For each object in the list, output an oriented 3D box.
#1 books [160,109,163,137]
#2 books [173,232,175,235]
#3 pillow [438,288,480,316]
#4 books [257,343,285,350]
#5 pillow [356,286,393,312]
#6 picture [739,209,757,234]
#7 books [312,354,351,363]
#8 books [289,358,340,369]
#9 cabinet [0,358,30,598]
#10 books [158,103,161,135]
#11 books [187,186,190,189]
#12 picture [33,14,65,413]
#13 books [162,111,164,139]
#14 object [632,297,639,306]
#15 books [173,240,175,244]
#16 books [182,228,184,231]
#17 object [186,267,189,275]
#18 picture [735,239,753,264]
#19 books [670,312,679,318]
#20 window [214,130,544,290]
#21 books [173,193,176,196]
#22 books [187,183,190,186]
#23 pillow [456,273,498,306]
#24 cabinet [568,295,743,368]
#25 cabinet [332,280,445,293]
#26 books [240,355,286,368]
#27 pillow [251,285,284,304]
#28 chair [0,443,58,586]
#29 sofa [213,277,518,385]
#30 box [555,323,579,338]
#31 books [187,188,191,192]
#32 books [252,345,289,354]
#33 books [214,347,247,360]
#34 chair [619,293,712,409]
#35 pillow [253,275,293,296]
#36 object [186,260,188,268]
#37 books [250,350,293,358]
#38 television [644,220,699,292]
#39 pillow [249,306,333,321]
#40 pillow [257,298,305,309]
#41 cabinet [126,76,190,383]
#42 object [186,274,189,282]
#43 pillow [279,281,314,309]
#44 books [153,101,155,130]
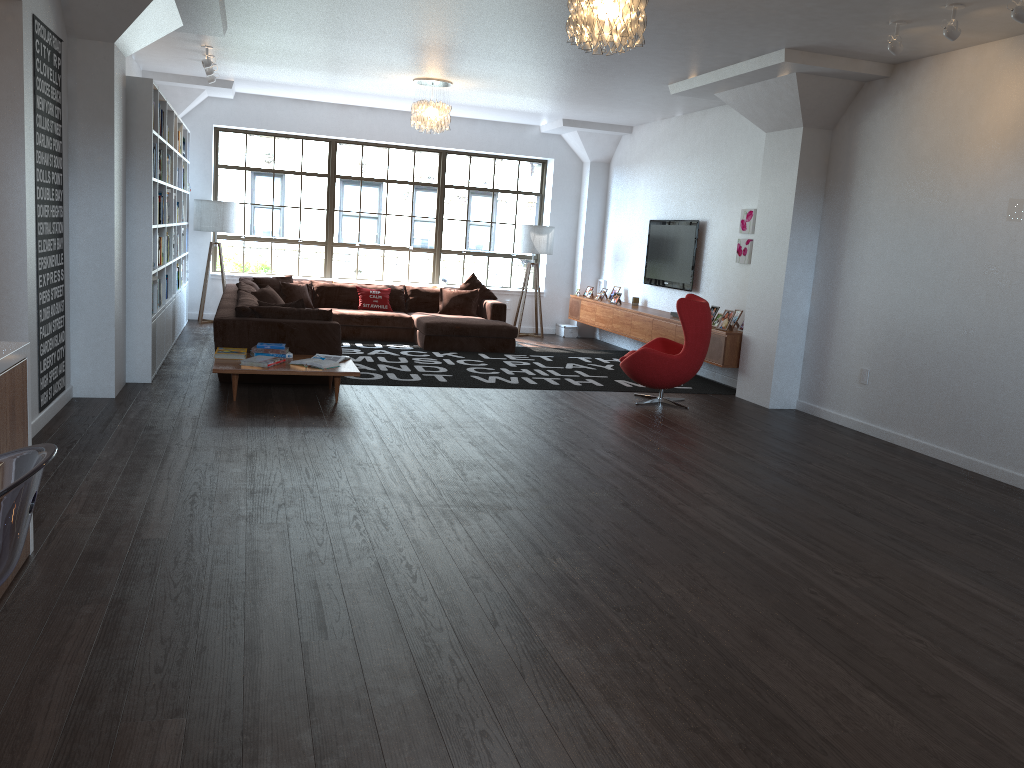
[{"bbox_3d":[-3.175,-2.298,7.808,0.182,0.253,0.098,1,10,-17],"label":"books"},{"bbox_3d":[-3.652,-1.583,9.293,0.208,0.024,0.144,2,10,-12],"label":"books"},{"bbox_3d":[-0.701,-1.082,11.624,0.542,0.362,0.248,5,9,4],"label":"pillow"},{"bbox_3d":[-2.013,-0.317,7.418,0.224,0.027,0.157,2,10,-12],"label":"books"},{"bbox_3d":[-1.774,-1.093,11.433,0.465,0.308,0.220,1,10,-20],"label":"pillow"},{"bbox_3d":[2.445,-1.688,9.205,0.030,0.250,0.250,1,10,-17],"label":"picture"},{"bbox_3d":[-1.533,-0.227,7.502,0.256,0.035,0.350,6,10,8],"label":"books"},{"bbox_3d":[-1.585,-0.171,7.133,0.342,0.040,0.231,8,10,23],"label":"books"},{"bbox_3d":[-1.719,0.680,1.262,0.898,0.796,4.493,1,10,-17],"label":"cabinet"},{"bbox_3d":[-3.161,-2.299,7.702,0.197,0.290,0.136,1,10,-17],"label":"books"},{"bbox_3d":[-4.173,-2.457,11.019,0.284,0.033,0.197,4,9,-2],"label":"books"},{"bbox_3d":[-2.981,-1.058,5.740,0.021,2.380,0.800,1,10,-16],"label":"picture"},{"bbox_3d":[-3.233,-2.334,7.985,0.182,0.255,0.077,1,10,-17],"label":"books"},{"bbox_3d":[1.615,-1.077,11.586,0.089,0.110,0.089,9,11,28],"label":"object"},{"bbox_3d":[-3.679,-1.497,9.301,0.253,0.040,0.183,1,10,-17],"label":"books"},{"bbox_3d":[-3.967,-1.814,10.348,0.224,0.030,0.161,3,10,-7],"label":"books"},{"bbox_3d":[-4.262,-1.424,11.186,0.331,0.088,0.410,1,10,-17],"label":"object"},{"bbox_3d":[2.423,-1.386,9.256,0.030,0.250,0.250,1,10,-17],"label":"picture"},{"bbox_3d":[2.012,-0.772,10.131,0.250,0.053,0.400,1,10,-17],"label":"books"},{"bbox_3d":[-1.803,-2.421,12.699,4.648,1.905,0.114,1,10,-17],"label":"window"},{"bbox_3d":[-3.601,-1.962,9.136,0.224,0.030,0.161,3,10,-7],"label":"books"},{"bbox_3d":[-4.167,-2.488,11.010,0.254,0.032,0.174,7,10,18],"label":"books"},{"bbox_3d":[-0.543,-1.187,11.825,0.651,0.587,0.335,-3,12,-37],"label":"pillow"},{"bbox_3d":[1.683,-0.729,10.931,0.459,0.350,4.501,1,10,-17],"label":"cabinet"},{"bbox_3d":[-1.741,-1.082,12.393,1.520,0.625,0.350,1,10,-17],"label":"cabinet"},{"bbox_3d":[-1.973,-0.180,7.027,0.236,0.035,0.340,6,10,8],"label":"books"},{"bbox_3d":[-2.578,-0.844,9.481,0.325,0.391,0.625,4,9,-1],"label":"pillow"},{"bbox_3d":[-0.989,0.605,1.413,0.481,1.014,0.530,2,10,-15],"label":"chair"},{"bbox_3d":[-1.437,-0.666,9.911,3.481,0.664,4.197,1,10,-17],"label":"sofa"},{"bbox_3d":[0.817,-0.794,13.189,0.228,0.165,0.368,1,10,-17],"label":"box"},{"bbox_3d":[-4.175,-2.423,11.025,0.284,0.035,0.197,6,10,13],"label":"books"},{"bbox_3d":[-2.020,-0.287,7.423,0.279,0.035,0.191,3,10,-7],"label":"books"},{"bbox_3d":[-2.305,-0.251,7.279,0.241,0.045,0.334,2,10,-15],"label":"books"},{"bbox_3d":[1.399,-0.334,8.128,0.801,1.006,0.798,6,10,8],"label":"chair"},{"bbox_3d":[-2.909,-1.145,11.041,0.580,0.418,0.334,-5,13,-43],"label":"pillow"},{"bbox_3d":[-4.263,-1.510,11.170,0.316,0.088,0.410,1,10,-17],"label":"object"},{"bbox_3d":[-2.017,-0.251,7.427,0.312,0.037,0.216,-1,11,-26],"label":"books"},{"bbox_3d":[1.915,-1.579,10.771,0.013,0.816,1.324,1,10,-17],"label":"television"},{"bbox_3d":[-1.969,-0.520,7.926,0.750,0.364,0.289,1,10,-17],"label":"pillow"},{"bbox_3d":[-2.076,-0.610,8.160,0.559,0.411,0.269,9,11,29],"label":"pillow"},{"bbox_3d":[-3.733,-1.599,9.172,0.461,2.414,4.500,1,10,-17],"label":"cabinet"},{"bbox_3d":[-4.268,-1.337,11.201,0.331,0.088,0.410,1,10,-17],"label":"object"},{"bbox_3d":[-2.701,-1.105,11.008,0.238,0.337,0.489,13,13,42],"label":"pillow"},{"bbox_3d":[-3.032,-2.203,7.285,0.170,0.251,0.118,1,10,-17],"label":"books"}]
